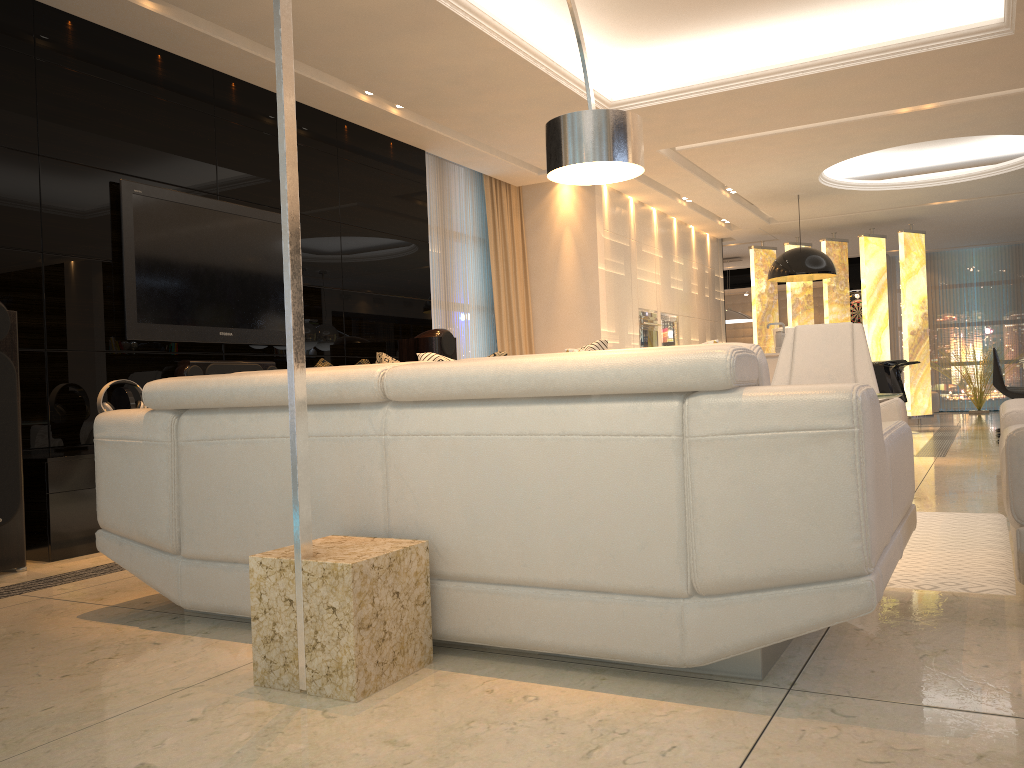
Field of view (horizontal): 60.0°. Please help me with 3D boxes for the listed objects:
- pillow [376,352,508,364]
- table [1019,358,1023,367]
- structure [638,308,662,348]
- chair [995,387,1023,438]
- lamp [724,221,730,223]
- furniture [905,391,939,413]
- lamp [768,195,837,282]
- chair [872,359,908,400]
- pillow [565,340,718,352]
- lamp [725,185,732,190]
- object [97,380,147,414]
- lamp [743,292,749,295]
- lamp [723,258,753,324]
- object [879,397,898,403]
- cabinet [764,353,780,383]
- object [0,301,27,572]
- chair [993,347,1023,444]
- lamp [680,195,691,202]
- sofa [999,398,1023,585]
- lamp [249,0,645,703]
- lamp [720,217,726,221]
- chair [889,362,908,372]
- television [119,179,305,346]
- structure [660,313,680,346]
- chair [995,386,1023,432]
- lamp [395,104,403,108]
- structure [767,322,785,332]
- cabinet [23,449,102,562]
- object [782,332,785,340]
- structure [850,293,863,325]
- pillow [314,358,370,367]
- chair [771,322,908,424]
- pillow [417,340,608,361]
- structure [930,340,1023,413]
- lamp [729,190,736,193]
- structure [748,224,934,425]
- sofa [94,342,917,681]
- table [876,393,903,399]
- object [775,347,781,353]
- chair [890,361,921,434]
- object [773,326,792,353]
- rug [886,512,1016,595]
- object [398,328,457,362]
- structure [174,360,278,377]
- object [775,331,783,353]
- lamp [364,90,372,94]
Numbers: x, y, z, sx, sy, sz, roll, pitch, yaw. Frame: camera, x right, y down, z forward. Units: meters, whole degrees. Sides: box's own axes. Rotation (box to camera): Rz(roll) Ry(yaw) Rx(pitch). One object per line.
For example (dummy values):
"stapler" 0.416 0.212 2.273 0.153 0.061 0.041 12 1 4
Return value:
"pillow" -0.229 0.100 2.841 0.575 0.436 0.301 -3 0 35
"table" 5.544 0.106 8.299 1.293 0.759 3.031 -2 0 28
"structure" 1.300 -0.511 9.853 0.595 0.597 0.609 -2 0 28
"chair" 4.954 0.083 8.611 0.496 0.858 0.523 -2 0 28
"lamp" 2.742 -2.111 11.261 0.107 0.127 0.107 -2 0 25
"furniture" 6.554 0.301 14.448 0.735 0.357 0.735 -2 0 30
"lamp" 3.102 -1.588 9.545 0.710 0.898 0.710 -3 0 39
"chair" 3.417 0.176 8.218 0.380 0.789 0.380 -2 0 -29
"pillow" 0.380 0.080 2.460 0.463 0.380 0.222 -2 0 33
"lamp" 2.293 -2.104 9.335 0.107 0.127 0.107 -2 0 10
"object" -1.923 0.150 4.379 0.197 0.343 0.197 -2 0 -7
"lamp" 4.462 -1.754 16.897 0.107 0.127 0.107 -2 0 10
"lamp" 3.175 -1.488 14.519 1.578 0.995 0.939 -2 0 29
"object" 1.577 0.330 5.224 0.972 0.580 1.347 -2 0 -24
"cabinet" 3.105 0.148 9.538 1.046 0.887 3.752 -2 0 28
"object" -2.250 0.209 3.613 0.468 1.127 0.285 -2 0 28
"chair" 4.541 0.095 7.849 0.496 0.858 0.523 -2 0 28
"lamp" 1.933 -2.087 9.768 0.107 0.127 0.270 -2 0 28
"sofa" 2.285 0.210 2.971 1.145 0.754 2.328 -2 0 28
"lamp" -0.038 -0.582 2.866 0.393 2.519 2.009 -2 0 28
"lamp" 2.664 -2.109 11.117 0.107 0.127 0.107 -2 0 10
"chair" 3.860 0.164 9.119 0.380 0.789 0.380 -2 0 11
"television" -1.714 -0.656 5.210 0.055 0.839 1.358 -2 0 28
"structure" 1.663 -0.581 10.503 0.446 0.450 0.659 -2 0 28
"chair" 5.359 0.071 9.358 0.496 0.858 0.523 -2 0 28
"lamp" -0.776 -1.999 6.202 0.107 0.127 0.107 -2 0 -43
"structure" 2.533 -0.434 8.504 0.177 0.310 0.089 -2 0 28
"cabinet" -1.481 0.528 5.135 0.416 0.444 2.842 -2 0 28
"object" 2.545 -0.390 8.362 0.071 0.219 0.071 -2 0 5
"structure" 5.939 -1.222 15.188 0.669 0.669 0.048 -2 0 28
"pillow" -0.570 0.115 3.054 0.301 0.436 0.575 -2 0 -30
"chair" 1.776 0.124 5.174 1.027 0.991 0.983 -2 0 28
"pillow" 0.016 0.094 2.624 0.587 0.429 0.288 -2 0 3
"structure" 7.159 -0.120 13.647 1.275 1.142 1.282 -2 0 -15
"lamp" 2.371 -2.106 9.479 0.107 0.127 0.107 -2 0 10
"structure" 4.307 -0.722 11.714 2.180 2.555 0.448 -2 0 28
"sofa" -0.054 0.303 2.762 2.328 0.754 1.145 -2 0 28
"table" 0.596 0.360 3.966 2.140 0.565 0.999 -2 0 28
"object" 2.484 -0.310 8.178 0.111 0.062 0.111 -2 0 -40
"chair" 4.292 0.150 9.832 0.380 0.789 0.380 -2 0 -4
"object" 2.966 -0.454 9.558 0.288 0.330 0.288 -2 0 -44
"rug" 0.591 0.656 3.985 2.900 0.020 1.661 -2 0 28
"object" -0.643 0.161 6.579 0.468 1.127 0.285 -2 0 28
"structure" -1.655 -0.049 5.201 0.107 0.179 0.745 -2 0 28
"object" 2.494 -0.388 8.268 0.071 0.219 0.071 -2 0 19
"lamp" -0.941 -1.994 5.896 0.107 0.127 0.107 -2 0 10
